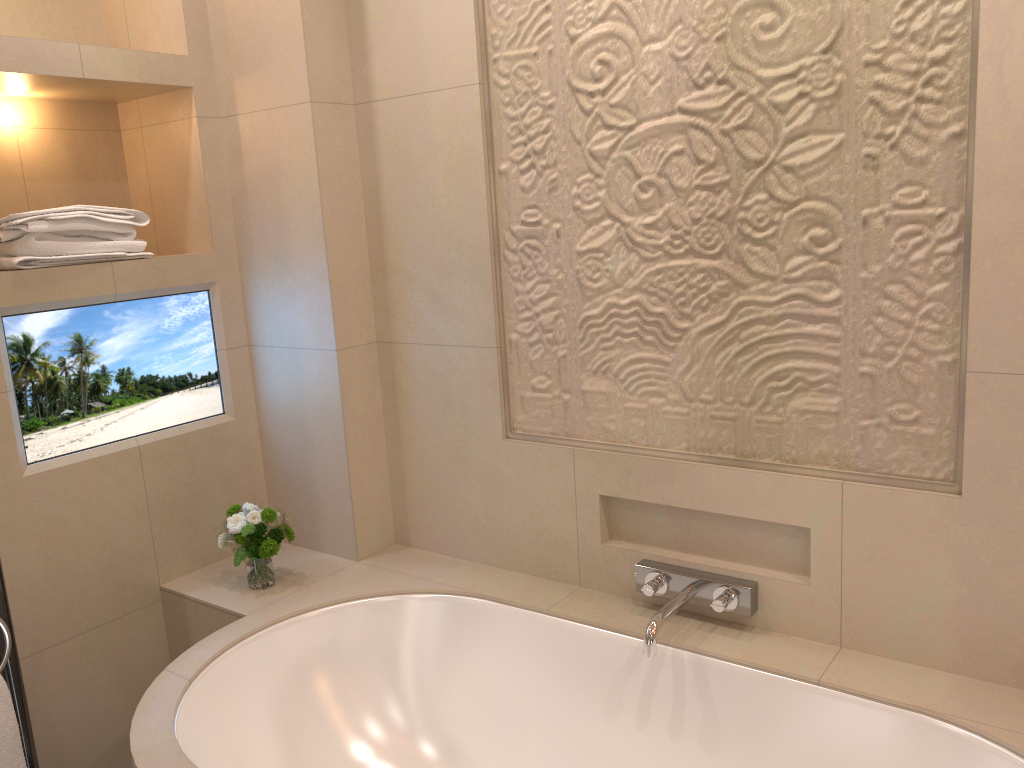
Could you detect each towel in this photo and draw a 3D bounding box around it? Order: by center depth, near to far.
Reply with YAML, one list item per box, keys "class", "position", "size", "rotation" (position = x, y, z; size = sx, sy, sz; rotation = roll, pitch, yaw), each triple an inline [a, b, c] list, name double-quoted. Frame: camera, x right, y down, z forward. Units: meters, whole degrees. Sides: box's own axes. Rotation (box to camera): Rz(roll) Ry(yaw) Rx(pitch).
- class: "towel"
  position: [0.055, -0.573, 1.381]
  size: [3.195, 0.726, 0.517]
  rotation: [5, 14, 36]
- class: "towel"
  position: [-1.184, 0.880, 2.009]
  size: [0.116, 0.455, 0.173]
  rotation: [0, 12, 18]

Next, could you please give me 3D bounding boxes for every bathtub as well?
- class: "bathtub"
  position: [0.136, 0.897, 1.679]
  size: [2.662, 0.540, 1.060]
  rotation: [5, 14, 36]

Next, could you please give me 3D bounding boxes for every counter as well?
- class: "counter"
  position: [-1.739, 0.844, 1.733]
  size: [0.543, 0.858, 1.330]
  rotation: [5, 14, 36]

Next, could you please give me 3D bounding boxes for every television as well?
- class: "television"
  position: [-1.015, -0.036, 2.311]
  size: [0.025, 0.360, 0.564]
  rotation: [5, 14, 36]

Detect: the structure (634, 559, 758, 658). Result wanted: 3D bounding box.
- class: "structure"
  position: [0.348, 0.495, 1.934]
  size: [0.290, 0.097, 0.259]
  rotation: [5, 14, 36]

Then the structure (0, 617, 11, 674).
- class: "structure"
  position: [-1.228, 0.584, 1.965]
  size: [0.074, 0.226, 0.203]
  rotation: [5, 14, 36]

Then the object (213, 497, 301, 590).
- class: "object"
  position: [-0.674, 0.410, 2.359]
  size: [0.229, 0.252, 0.197]
  rotation: [-6, 11, -11]
